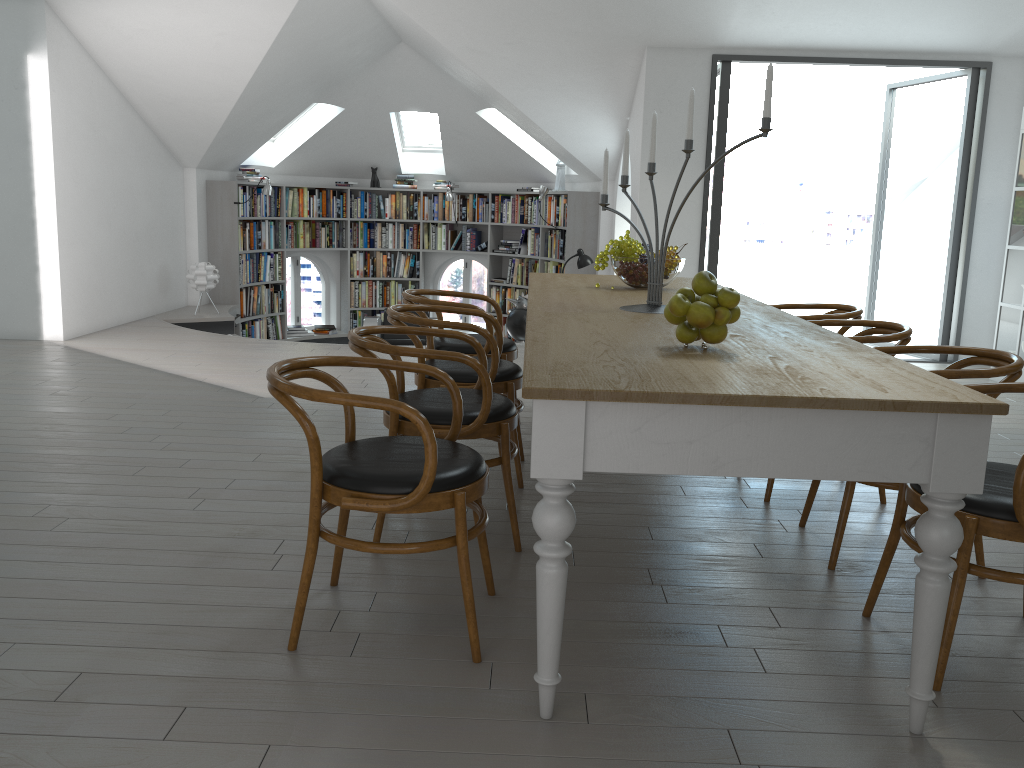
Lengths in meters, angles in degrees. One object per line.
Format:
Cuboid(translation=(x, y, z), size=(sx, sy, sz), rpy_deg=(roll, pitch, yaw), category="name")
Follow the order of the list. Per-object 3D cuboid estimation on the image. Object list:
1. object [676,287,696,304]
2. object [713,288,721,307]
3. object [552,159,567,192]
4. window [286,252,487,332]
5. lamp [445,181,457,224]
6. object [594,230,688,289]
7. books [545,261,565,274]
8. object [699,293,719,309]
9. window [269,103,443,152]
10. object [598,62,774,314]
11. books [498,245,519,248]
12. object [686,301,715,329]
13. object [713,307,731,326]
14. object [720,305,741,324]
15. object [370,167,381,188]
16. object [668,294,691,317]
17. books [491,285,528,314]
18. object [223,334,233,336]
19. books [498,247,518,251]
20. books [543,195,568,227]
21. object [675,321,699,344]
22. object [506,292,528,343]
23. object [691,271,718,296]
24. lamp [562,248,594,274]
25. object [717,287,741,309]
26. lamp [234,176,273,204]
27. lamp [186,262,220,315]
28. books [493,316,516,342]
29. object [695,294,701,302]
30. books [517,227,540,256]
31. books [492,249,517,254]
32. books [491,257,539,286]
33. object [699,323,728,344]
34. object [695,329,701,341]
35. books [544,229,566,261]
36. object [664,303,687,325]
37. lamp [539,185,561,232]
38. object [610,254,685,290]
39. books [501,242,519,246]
Cuboid(translation=(0.482, -0.240, 2.465), size=(0.058, 0.057, 0.053), rpy_deg=(5, 11, 15), category="object")
Cuboid(translation=(0.576, -0.236, 2.498), size=(0.066, 0.071, 0.073), rpy_deg=(-4, 12, -29), category="object")
Cuboid(translation=(0.570, -2.484, 10.371), size=(0.179, 0.470, 0.180), rpy_deg=(3, 10, 10), category="object")
Cuboid(translation=(-1.716, -1.224, 11.820), size=(3.231, 1.145, 0.620), rpy_deg=(-1, 10, -13), category="window")
Cuboid(translation=(-0.768, -2.287, 11.272), size=(0.113, 0.564, 0.359), rpy_deg=(3, 10, 8), category="lamp")
Cuboid(translation=(0.628, -0.602, 4.293), size=(0.394, 0.283, 0.293), rpy_deg=(-6, 13, -34), category="object")
Cuboid(translation=(0.631, -1.240, 10.337), size=(0.275, 0.346, 1.026), rpy_deg=(-1, 11, -14), category="books")
Cuboid(translation=(0.542, -0.224, 2.434), size=(0.053, 0.050, 0.053), rpy_deg=(-4, 12, -27), category="object")
Cuboid(translation=(-1.156, -3.190, 10.604), size=(4.055, 0.710, 1.942), rpy_deg=(2, 11, 1), category="window")
Cuboid(translation=(0.589, -0.697, 3.268), size=(0.266, 0.871, 0.778), rpy_deg=(-3, 11, -24), category="object")
Cuboid(translation=(0.015, -1.754, 11.312), size=(0.269, 0.031, 0.287), rpy_deg=(-7, 14, -38), category="books")
Cuboid(translation=(0.512, -0.187, 2.405), size=(0.076, 0.076, 0.077), rpy_deg=(-5, 12, -31), category="object")
Cuboid(translation=(0.567, -0.184, 2.405), size=(0.051, 0.053, 0.053), rpy_deg=(0, 11, -7), category="object")
Cuboid(translation=(0.601, -0.196, 2.451), size=(0.062, 0.059, 0.062), rpy_deg=(3, 11, 5), category="object")
Cuboid(translation=(-1.758, -2.664, 11.447), size=(0.147, 0.263, 0.203), rpy_deg=(1, 10, -2), category="object")
Cuboid(translation=(0.458, -0.214, 2.417), size=(0.063, 0.063, 0.062), rpy_deg=(-6, 13, -36), category="object")
Cuboid(translation=(0.091, -1.056, 11.262), size=(0.874, 0.349, 0.272), rpy_deg=(12, 14, 42), category="books")
Cuboid(translation=(-2.783, -0.432, 8.489), size=(0.218, 0.082, 0.475), rpy_deg=(-6, 14, -35), category="object")
Cuboid(translation=(0.014, -1.723, 11.317), size=(0.286, 0.031, 0.270), rpy_deg=(10, 14, 35), category="books")
Cuboid(translation=(0.645, -1.997, 10.224), size=(0.293, 0.360, 1.019), rpy_deg=(-1, 12, -16), category="books")
Cuboid(translation=(0.485, -0.143, 2.458), size=(0.063, 0.063, 0.064), rpy_deg=(4, 11, 12), category="object")
Cuboid(translation=(0.106, -0.585, 8.354), size=(0.320, 0.560, 0.322), rpy_deg=(-3, 11, -26), category="object")
Cuboid(translation=(0.536, -0.278, 2.465), size=(0.072, 0.074, 0.073), rpy_deg=(2, 10, 1), category="object")
Cuboid(translation=(0.688, -1.095, 9.333), size=(0.323, 0.657, 0.234), rpy_deg=(5, 10, 16), category="lamp")
Cuboid(translation=(0.590, -0.234, 2.412), size=(0.062, 0.059, 0.062), rpy_deg=(2, 11, 2), category="object")
Cuboid(translation=(-2.858, -2.144, 9.809), size=(0.414, 0.310, 0.117), rpy_deg=(1, 10, -2), category="lamp")
Cuboid(translation=(-3.144, -0.977, 9.033), size=(0.305, 0.522, 0.307), rpy_deg=(0, 10, -10), category="lamp")
Cuboid(translation=(0.241, -0.646, 11.091), size=(0.360, 0.309, 1.503), rpy_deg=(-6, 14, -36), category="books")
Cuboid(translation=(0.513, -0.228, 2.537), size=(0.071, 0.063, 0.072), rpy_deg=(1, 11, -6), category="object")
Cuboid(translation=(0.328, -1.762, 10.954), size=(0.256, 0.349, 0.555), rpy_deg=(-7, 14, -42), category="books")
Cuboid(translation=(0.013, -1.691, 11.323), size=(0.389, 0.042, 0.366), rpy_deg=(11, 15, 40), category="books")
Cuboid(translation=(0.157, -1.416, 11.133), size=(0.976, 0.350, 0.252), rpy_deg=(12, 15, 43), category="books")
Cuboid(translation=(0.559, -0.148, 2.461), size=(0.080, 0.073, 0.078), rpy_deg=(-8, 15, -43), category="object")
Cuboid(translation=(0.521, -0.146, 2.518), size=(0.050, 0.050, 0.051), rpy_deg=(3, 11, 5), category="object")
Cuboid(translation=(0.635, -1.618, 10.277), size=(0.279, 0.356, 1.057), rpy_deg=(-1, 11, -13), category="books")
Cuboid(translation=(0.465, -0.202, 2.501), size=(0.071, 0.072, 0.071), rpy_deg=(-5, 13, -34), category="object")
Cuboid(translation=(0.438, -2.005, 10.145), size=(0.275, 0.523, 0.113), rpy_deg=(0, 10, -8), category="lamp")
Cuboid(translation=(0.651, -0.537, 4.289), size=(0.360, 0.159, 0.362), rpy_deg=(-2, 12, -18), category="object")
Cuboid(translation=(0.016, -1.784, 11.307), size=(0.214, 0.036, 0.227), rpy_deg=(-7, 14, -38), category="books")
